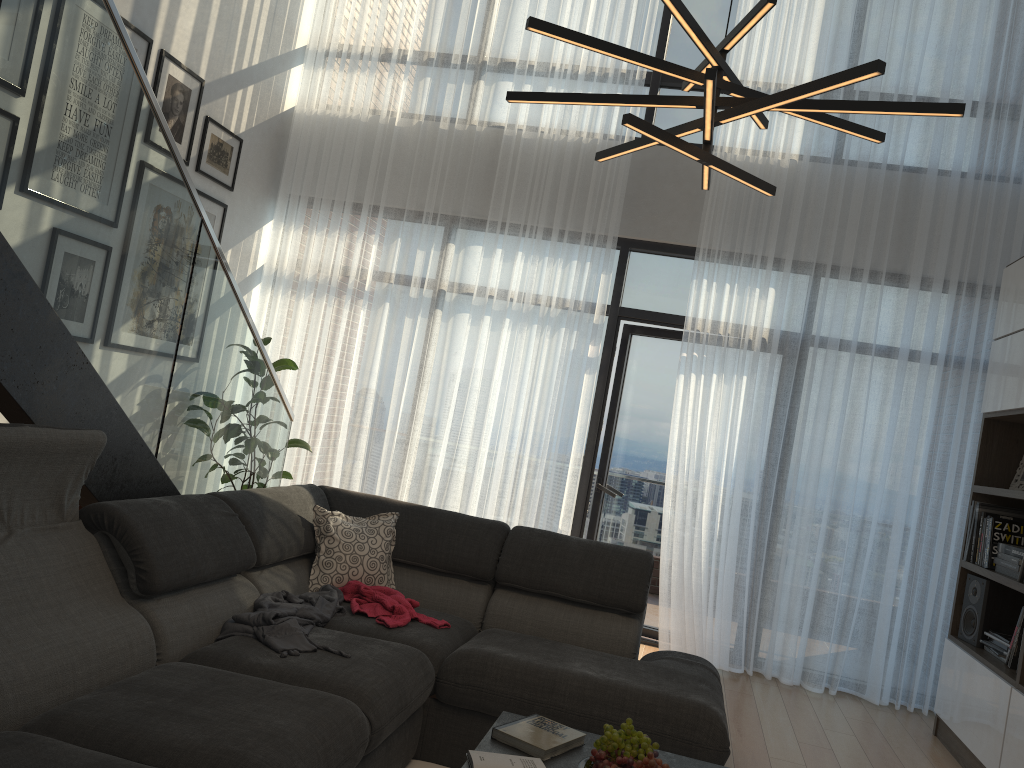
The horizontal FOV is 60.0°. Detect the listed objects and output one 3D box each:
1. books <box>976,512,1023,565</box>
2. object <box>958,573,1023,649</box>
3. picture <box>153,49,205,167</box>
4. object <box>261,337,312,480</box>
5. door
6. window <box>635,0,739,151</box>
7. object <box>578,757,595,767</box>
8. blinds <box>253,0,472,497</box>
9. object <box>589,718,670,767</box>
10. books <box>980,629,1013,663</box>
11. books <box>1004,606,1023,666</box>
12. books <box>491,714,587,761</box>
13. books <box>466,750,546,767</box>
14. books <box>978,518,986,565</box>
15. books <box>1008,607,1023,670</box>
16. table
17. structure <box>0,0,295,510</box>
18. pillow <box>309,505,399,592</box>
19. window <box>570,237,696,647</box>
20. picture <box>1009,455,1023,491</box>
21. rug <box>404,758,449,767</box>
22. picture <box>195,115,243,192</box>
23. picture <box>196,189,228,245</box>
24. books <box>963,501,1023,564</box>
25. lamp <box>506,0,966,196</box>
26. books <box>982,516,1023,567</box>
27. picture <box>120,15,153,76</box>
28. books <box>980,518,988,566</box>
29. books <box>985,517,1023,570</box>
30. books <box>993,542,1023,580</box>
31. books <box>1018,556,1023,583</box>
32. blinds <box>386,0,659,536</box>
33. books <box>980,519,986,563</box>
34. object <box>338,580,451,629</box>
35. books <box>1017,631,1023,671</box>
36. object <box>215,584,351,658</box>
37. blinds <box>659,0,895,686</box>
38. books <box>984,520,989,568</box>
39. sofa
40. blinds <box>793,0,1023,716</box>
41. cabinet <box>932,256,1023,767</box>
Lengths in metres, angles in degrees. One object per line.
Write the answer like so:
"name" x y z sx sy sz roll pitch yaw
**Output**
"books" 2.449 0.791 4.446 0.202 0.268 0.053 10 -2 12
"object" 2.426 1.153 4.455 0.244 0.331 0.214 10 -2 2
"picture" -1.840 -1.495 4.838 0.025 0.504 0.410 10 -2 12
"object" -1.705 0.418 5.530 0.528 1.463 0.774 9 -3 32
"door" 1.082 0.651 5.663 1.118 1.976 0.206 9 -2 22
"window" 1.077 -2.750 5.812 4.808 2.500 0.119 10 -2 12
"object" 0.313 1.035 2.296 0.295 0.026 0.295 10 -2 6
"blinds" -0.956 -1.538 5.884 1.223 5.581 0.218 10 -2 10
"object" 0.331 0.966 2.291 0.256 0.173 0.279 10 -2 10
"books" 2.347 1.246 4.168 0.204 0.099 0.325 10 -2 12
"books" 2.356 1.145 3.942 0.232 0.284 0.142 10 -2 12
"books" 0.078 1.000 2.519 0.179 0.029 0.225 9 -3 35
"books" 0.000 0.977 2.204 0.199 0.025 0.294 10 -2 -9
"books" 2.436 0.804 4.415 0.189 0.240 0.053 10 -2 12
"books" 2.329 1.136 3.895 0.210 0.289 0.100 10 -2 11
"table" 0.212 1.195 2.305 0.700 0.323 0.700 10 -2 12
"structure" -2.122 -0.585 1.644 1.289 3.460 5.660 10 -2 12
"pillow" -0.965 0.620 2.635 0.386 0.364 2.734 10 -2 16
"window" 0.531 0.300 5.694 4.808 2.501 0.119 10 -2 12
"picture" 2.657 0.429 4.490 0.114 0.270 0.216 10 -2 -7
"rug" 0.257 1.375 2.139 1.606 0.013 2.496 10 -2 12
"picture" -1.755 -1.375 5.322 0.025 0.333 0.410 10 -2 12
"picture" -1.938 -0.650 5.033 0.025 0.990 0.871 10 -2 12
"books" 2.475 0.777 4.533 0.259 0.321 0.128 10 -2 12
"lamp" 0.828 -2.378 2.415 1.200 3.645 0.831 9 -2 22
"books" 2.420 0.790 4.342 0.193 0.255 0.066 10 -2 12
"picture" -2.004 -1.305 4.220 0.025 0.990 0.654 10 -2 12
"books" 2.414 0.795 4.373 0.169 0.242 0.050 10 -2 12
"books" 2.402 0.786 4.280 0.191 0.249 0.083 10 -2 12
"books" 2.406 0.835 4.055 0.277 0.137 0.343 10 -2 12
"books" 2.299 0.755 3.823 0.172 0.242 0.069 10 -2 13
"blinds" 0.093 -1.358 5.680 1.374 5.581 0.218 10 -2 10
"books" 2.425 0.802 4.393 0.170 0.236 0.049 10 -2 13
"object" -0.517 0.846 3.455 0.323 0.077 0.536 12 -3 -44
"books" 2.318 1.128 3.831 0.213 0.301 0.028 10 -2 12
"object" -0.784 0.811 3.092 0.411 0.118 0.905 11 -2 -12
"blinds" 1.640 -1.099 5.260 0.858 5.579 0.589 11 -2 -11
"books" 2.405 0.792 4.315 0.177 0.242 0.066 10 -2 12
"sofa" -0.374 0.785 2.609 2.108 0.995 3.169 10 -2 12
"blinds" 2.512 -0.947 5.151 1.163 5.581 0.218 10 -2 10
"cabinet" 2.152 0.475 2.672 0.338 2.494 4.036 10 -2 12
